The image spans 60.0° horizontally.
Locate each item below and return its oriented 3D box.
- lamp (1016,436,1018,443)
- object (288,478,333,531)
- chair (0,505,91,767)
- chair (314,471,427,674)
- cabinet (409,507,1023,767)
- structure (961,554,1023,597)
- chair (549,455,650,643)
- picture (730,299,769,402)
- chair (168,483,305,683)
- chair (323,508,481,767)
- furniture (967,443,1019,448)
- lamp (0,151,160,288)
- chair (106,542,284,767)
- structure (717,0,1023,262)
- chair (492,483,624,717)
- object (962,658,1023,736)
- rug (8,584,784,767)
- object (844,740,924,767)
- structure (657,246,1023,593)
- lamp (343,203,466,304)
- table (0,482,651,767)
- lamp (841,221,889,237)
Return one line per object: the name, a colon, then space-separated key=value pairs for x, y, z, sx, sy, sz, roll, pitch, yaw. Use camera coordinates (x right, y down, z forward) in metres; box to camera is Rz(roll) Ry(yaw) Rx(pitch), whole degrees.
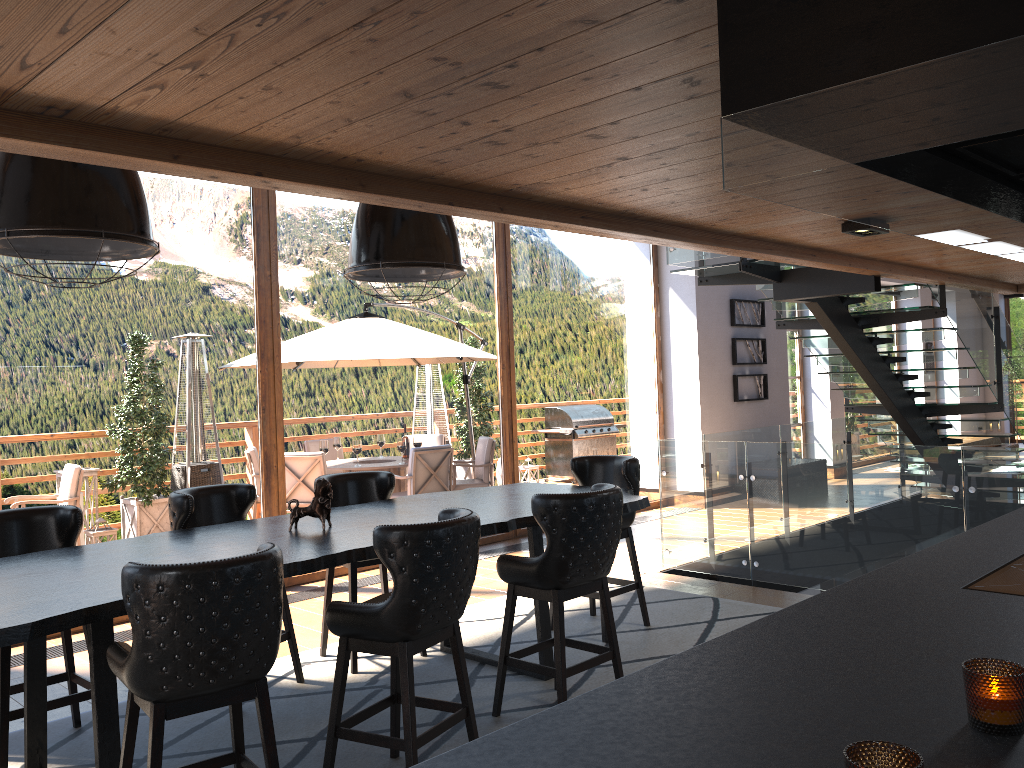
lamp: x=9.573 y=0.288 z=16.757 sx=1.334 sy=1.899 sz=0.522 roll=-2 pitch=-1 yaw=-25
object: x=-0.971 y=0.578 z=4.274 sx=0.220 sy=0.253 sz=0.116 roll=-2 pitch=-1 yaw=7
chair: x=-2.159 y=1.125 z=3.985 sx=0.561 sy=1.092 sz=0.510 roll=-3 pitch=-1 yaw=44
chair: x=-0.878 y=1.086 z=5.256 sx=0.510 sy=1.092 sz=0.561 roll=-2 pitch=-1 yaw=-36
cabinet: x=1.686 y=0.978 z=2.331 sx=0.878 sy=1.104 sz=4.860 roll=-3 pitch=0 yaw=45
structure: x=1.388 y=0.446 z=2.005 sx=0.498 sy=0.017 sz=0.618 roll=-2 pitch=0 yaw=45
chair: x=0.560 y=1.023 z=5.680 sx=0.498 sy=1.092 sz=0.575 roll=-3 pitch=-1 yaw=44
picture: x=3.099 y=-0.438 z=11.562 sx=0.058 sy=1.312 sz=0.783 roll=-3 pitch=-1 yaw=45
chair: x=-1.508 y=1.100 z=4.712 sx=0.562 sy=1.092 sz=0.509 roll=-2 pitch=-1 yaw=29
chair: x=-0.391 y=1.059 z=3.475 sx=0.562 sy=1.092 sz=0.509 roll=-2 pitch=-1 yaw=29
furniture: x=7.264 y=1.102 z=14.544 sx=1.161 sy=0.437 sz=2.793 roll=-2 pitch=0 yaw=45
lamp: x=-1.760 y=-2.715 z=3.408 sx=0.621 sy=4.685 sz=0.621 roll=-2 pitch=-1 yaw=0
chair: x=-1.020 y=1.092 z=2.931 sx=0.510 sy=1.092 sz=0.561 roll=-2 pitch=-1 yaw=-36
structure: x=1.766 y=-0.631 z=2.478 sx=0.702 sy=0.476 sz=3.290 roll=-2 pitch=0 yaw=45
chair: x=0.260 y=1.034 z=4.202 sx=0.561 sy=1.092 sz=0.510 roll=-3 pitch=-1 yaw=44
object: x=0.656 y=0.424 z=1.202 sx=0.079 sy=0.081 sz=0.079 roll=-2 pitch=0 yaw=0
rug: x=-0.549 y=1.611 z=4.411 sx=2.520 sy=0.047 sz=5.701 roll=-2 pitch=0 yaw=45
object: x=0.395 y=0.434 z=0.939 sx=0.079 sy=0.081 sz=0.079 roll=-2 pitch=0 yaw=0
structure: x=1.658 y=1.144 z=9.353 sx=9.097 sy=6.399 sz=11.161 roll=-2 pitch=0 yaw=45
lamp: x=-0.626 y=-2.758 z=4.553 sx=0.621 sy=4.685 sz=0.621 roll=-2 pitch=-1 yaw=0
table: x=-0.839 y=1.167 z=4.226 sx=1.412 sy=0.950 sz=3.843 roll=-2 pitch=0 yaw=45
lamp: x=1.882 y=-0.838 z=4.720 sx=0.153 sy=0.068 sz=0.264 roll=-2 pitch=0 yaw=45
